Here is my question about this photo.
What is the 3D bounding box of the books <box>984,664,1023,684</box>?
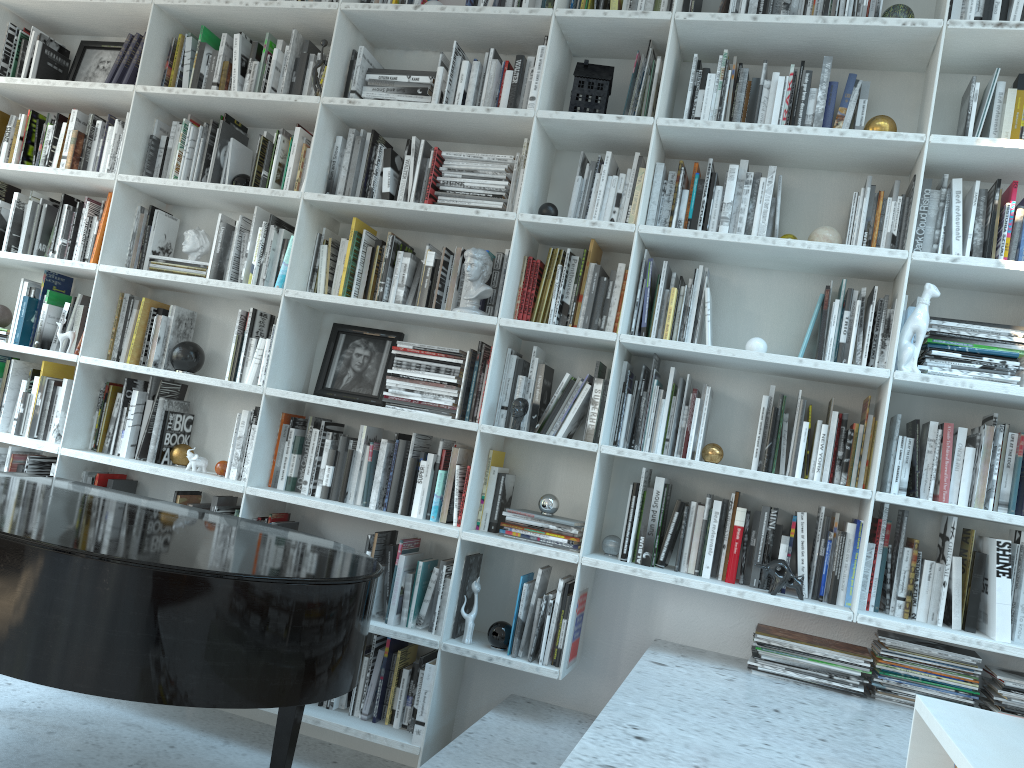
[{"bbox_3d":[1.632,0.901,2.649,0.367,0.007,0.206,9,-4,19],"label":"books"}]

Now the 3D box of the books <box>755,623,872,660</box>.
[{"bbox_3d":[0.962,0.824,2.847,0.345,0.007,0.193,9,-4,19],"label":"books"}]

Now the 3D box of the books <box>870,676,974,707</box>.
[{"bbox_3d":[1.262,0.949,2.741,0.285,0.007,0.159,8,-5,22],"label":"books"}]

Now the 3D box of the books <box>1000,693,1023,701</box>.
[{"bbox_3d":[1.624,0.947,2.646,0.327,0.008,0.207,9,-4,19],"label":"books"}]

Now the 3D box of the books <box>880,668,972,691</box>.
[{"bbox_3d":[1.272,0.902,2.753,0.254,0.007,0.161,9,-4,18],"label":"books"}]

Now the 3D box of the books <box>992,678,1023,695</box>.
[{"bbox_3d":[1.625,0.931,2.639,0.327,0.008,0.207,8,-5,22],"label":"books"}]

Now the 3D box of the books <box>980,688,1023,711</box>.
[{"bbox_3d":[1.620,0.977,2.647,0.367,0.007,0.206,9,-4,18],"label":"books"}]

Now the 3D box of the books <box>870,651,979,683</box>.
[{"bbox_3d":[1.274,0.877,2.753,0.285,0.005,0.159,9,-4,15],"label":"books"}]

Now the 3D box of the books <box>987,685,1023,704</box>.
[{"bbox_3d":[1.622,0.954,2.643,0.327,0.008,0.207,9,-4,14],"label":"books"}]

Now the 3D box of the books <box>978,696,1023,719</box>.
[{"bbox_3d":[1.614,0.999,2.640,0.367,0.007,0.206,9,-4,14],"label":"books"}]

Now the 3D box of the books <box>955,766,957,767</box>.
[{"bbox_3d":[1.020,0.815,1.895,0.125,0.125,0.008,9,-4,17],"label":"books"}]

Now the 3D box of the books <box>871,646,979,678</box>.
[{"bbox_3d":[1.277,0.861,2.756,0.285,0.005,0.159,9,-4,16],"label":"books"}]

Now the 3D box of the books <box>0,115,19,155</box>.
[{"bbox_3d":[-2.202,-1.047,3.953,0.062,0.258,0.153,9,-4,17],"label":"books"}]

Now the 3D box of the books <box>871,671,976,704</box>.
[{"bbox_3d":[1.267,0.936,2.748,0.285,0.007,0.159,9,-4,19],"label":"books"}]

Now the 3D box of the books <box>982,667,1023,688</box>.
[{"bbox_3d":[1.628,0.908,2.640,0.367,0.007,0.206,9,-4,12],"label":"books"}]

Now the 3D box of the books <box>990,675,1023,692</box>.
[{"bbox_3d":[1.628,0.924,2.648,0.327,0.008,0.207,9,-4,19],"label":"books"}]

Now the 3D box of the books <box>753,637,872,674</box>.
[{"bbox_3d":[0.954,0.867,2.842,0.345,0.007,0.193,9,-4,14],"label":"books"}]

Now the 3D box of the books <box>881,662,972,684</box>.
[{"bbox_3d":[1.274,0.883,2.757,0.254,0.005,0.161,9,-4,17],"label":"books"}]

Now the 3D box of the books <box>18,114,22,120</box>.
[{"bbox_3d":[-2.144,-1.041,3.928,0.010,0.262,0.151,9,-4,17],"label":"books"}]

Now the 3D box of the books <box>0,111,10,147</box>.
[{"bbox_3d":[-2.241,-1.057,3.949,0.012,0.263,0.180,9,-4,17],"label":"books"}]

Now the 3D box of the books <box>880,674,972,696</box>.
[{"bbox_3d":[1.270,0.916,2.752,0.254,0.007,0.161,9,-4,18],"label":"books"}]

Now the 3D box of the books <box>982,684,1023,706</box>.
[{"bbox_3d":[1.621,0.962,2.642,0.367,0.007,0.206,9,-4,20],"label":"books"}]

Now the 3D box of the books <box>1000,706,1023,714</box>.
[{"bbox_3d":[1.618,0.984,2.644,0.327,0.008,0.207,9,-4,15],"label":"books"}]

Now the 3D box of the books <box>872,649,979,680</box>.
[{"bbox_3d":[1.276,0.866,2.756,0.285,0.005,0.159,9,-4,18],"label":"books"}]

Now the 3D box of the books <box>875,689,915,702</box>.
[{"bbox_3d":[1.260,0.970,2.751,0.254,0.007,0.161,9,-4,17],"label":"books"}]

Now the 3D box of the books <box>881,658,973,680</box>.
[{"bbox_3d":[1.275,0.872,2.755,0.254,0.005,0.161,9,-4,16],"label":"books"}]

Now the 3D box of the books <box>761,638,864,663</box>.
[{"bbox_3d":[0.960,0.838,2.846,0.308,0.008,0.195,9,-4,19],"label":"books"}]

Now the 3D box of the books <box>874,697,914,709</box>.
[{"bbox_3d":[1.254,0.990,2.743,0.254,0.007,0.161,9,-4,20],"label":"books"}]

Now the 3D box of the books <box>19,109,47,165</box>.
[{"bbox_3d":[-2.076,-1.039,3.895,0.011,0.277,0.164,9,-4,17],"label":"books"}]

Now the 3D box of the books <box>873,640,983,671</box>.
[{"bbox_3d":[1.282,0.840,2.752,0.285,0.005,0.159,9,-4,14],"label":"books"}]

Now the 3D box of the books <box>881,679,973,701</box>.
[{"bbox_3d":[1.266,0.929,2.745,0.254,0.007,0.161,9,-4,13],"label":"books"}]

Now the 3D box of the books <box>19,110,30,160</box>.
[{"bbox_3d":[-2.088,-1.041,3.910,0.020,0.280,0.164,9,-4,17],"label":"books"}]

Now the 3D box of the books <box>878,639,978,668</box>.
[{"bbox_3d":[1.282,0.834,2.749,0.254,0.005,0.161,9,-4,12],"label":"books"}]

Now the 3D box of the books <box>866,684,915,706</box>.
[{"bbox_3d":[1.257,0.984,2.751,0.285,0.007,0.159,9,-4,17],"label":"books"}]

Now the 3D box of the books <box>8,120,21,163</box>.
[{"bbox_3d":[-2.129,-1.022,3.918,0.030,0.229,0.172,9,-4,17],"label":"books"}]

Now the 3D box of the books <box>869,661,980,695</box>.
[{"bbox_3d":[1.269,0.908,2.743,0.285,0.007,0.159,9,-4,12],"label":"books"}]

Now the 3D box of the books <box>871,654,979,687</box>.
[{"bbox_3d":[1.276,0.889,2.756,0.285,0.007,0.159,9,-4,17],"label":"books"}]

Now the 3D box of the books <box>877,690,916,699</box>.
[{"bbox_3d":[1.260,0.963,2.749,0.254,0.007,0.161,9,-4,18],"label":"books"}]

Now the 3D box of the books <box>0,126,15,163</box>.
[{"bbox_3d":[-2.172,-1.012,3.916,0.026,0.195,0.175,9,-4,17],"label":"books"}]

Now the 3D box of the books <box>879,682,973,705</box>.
[{"bbox_3d":[1.264,0.943,2.744,0.254,0.007,0.161,9,-4,13],"label":"books"}]

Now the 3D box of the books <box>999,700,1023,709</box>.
[{"bbox_3d":[1.621,0.970,2.647,0.327,0.008,0.207,9,-4,18],"label":"books"}]

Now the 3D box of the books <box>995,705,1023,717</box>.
[{"bbox_3d":[1.617,0.992,2.643,0.327,0.008,0.207,9,-4,19],"label":"books"}]

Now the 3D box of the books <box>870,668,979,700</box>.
[{"bbox_3d":[1.267,0.922,2.745,0.285,0.007,0.159,9,-4,13],"label":"books"}]

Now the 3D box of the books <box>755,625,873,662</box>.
[{"bbox_3d":[0.961,0.831,2.847,0.345,0.007,0.193,9,-4,15],"label":"books"}]

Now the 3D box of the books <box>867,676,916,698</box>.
[{"bbox_3d":[1.259,0.955,2.743,0.285,0.007,0.159,9,-4,13],"label":"books"}]

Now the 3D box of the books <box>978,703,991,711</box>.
[{"bbox_3d":[1.613,1.022,2.644,0.367,0.007,0.206,9,-4,18],"label":"books"}]

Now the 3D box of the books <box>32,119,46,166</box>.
[{"bbox_3d":[-2.046,-1.019,3.903,0.047,0.249,0.134,9,-4,17],"label":"books"}]

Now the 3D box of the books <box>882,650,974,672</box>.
[{"bbox_3d":[1.281,0.845,2.750,0.254,0.005,0.161,8,-4,21],"label":"books"}]

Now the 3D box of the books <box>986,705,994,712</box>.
[{"bbox_3d":[1.614,1.015,2.647,0.327,0.008,0.207,9,-4,17],"label":"books"}]

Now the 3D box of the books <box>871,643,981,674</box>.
[{"bbox_3d":[1.277,0.850,2.750,0.285,0.005,0.159,9,-4,13],"label":"books"}]

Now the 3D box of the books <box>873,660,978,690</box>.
[{"bbox_3d":[1.274,0.896,2.753,0.285,0.007,0.159,9,-4,18],"label":"books"}]

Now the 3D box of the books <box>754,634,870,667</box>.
[{"bbox_3d":[0.958,0.846,2.846,0.345,0.007,0.193,9,-4,19],"label":"books"}]

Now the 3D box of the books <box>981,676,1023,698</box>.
[{"bbox_3d":[1.626,0.940,2.650,0.367,0.007,0.206,9,-4,16],"label":"books"}]

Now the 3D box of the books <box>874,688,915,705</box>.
[{"bbox_3d":[1.256,0.976,2.742,0.254,0.007,0.161,8,-4,21],"label":"books"}]

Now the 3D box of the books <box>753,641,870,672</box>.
[{"bbox_3d":[0.956,0.860,2.845,0.345,0.007,0.193,9,-4,19],"label":"books"}]

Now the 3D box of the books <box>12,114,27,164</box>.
[{"bbox_3d":[-2.106,-1.030,3.910,0.014,0.252,0.187,9,-4,17],"label":"books"}]

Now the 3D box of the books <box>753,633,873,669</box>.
[{"bbox_3d":[0.955,0.852,2.837,0.345,0.007,0.193,9,-4,12],"label":"books"}]
